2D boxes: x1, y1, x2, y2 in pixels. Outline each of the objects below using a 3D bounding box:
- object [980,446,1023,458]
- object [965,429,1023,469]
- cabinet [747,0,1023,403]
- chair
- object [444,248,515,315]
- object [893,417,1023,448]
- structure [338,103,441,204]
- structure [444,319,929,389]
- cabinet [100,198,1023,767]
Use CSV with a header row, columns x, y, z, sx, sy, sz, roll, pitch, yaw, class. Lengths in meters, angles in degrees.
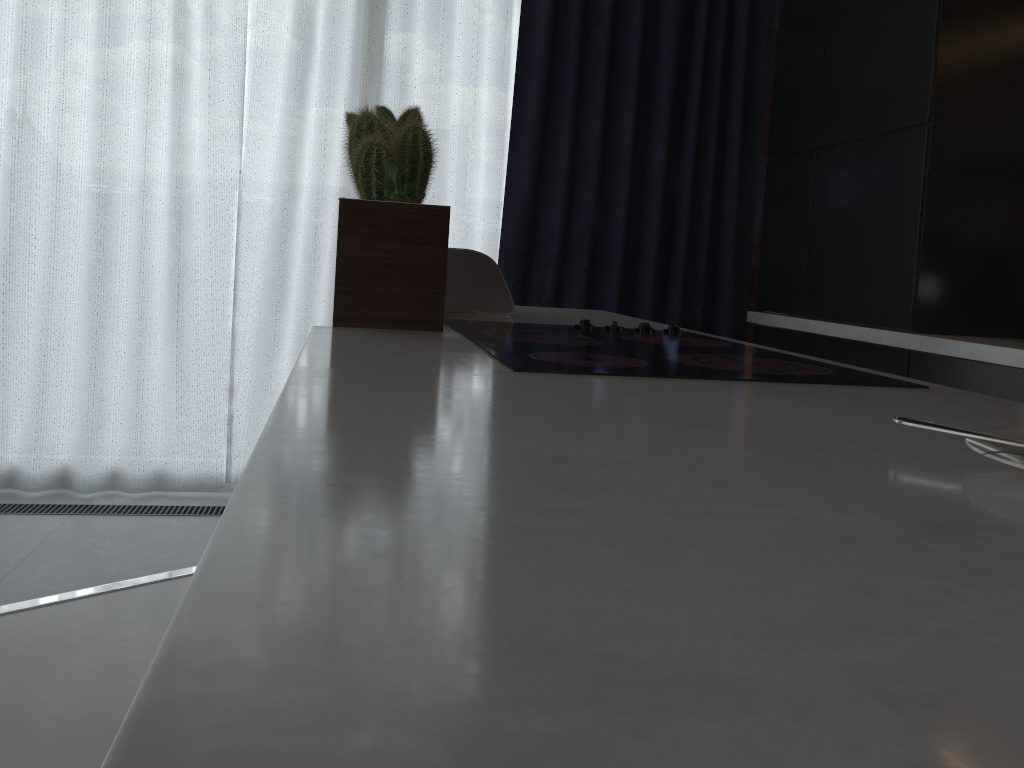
x,y,z,sx,sy,sz,roll,pitch,yaw,class
0.992,-0.091,1.158,0.141,0.220,1.880,8,8,44,object
0.415,0.060,0.550,0.238,0.019,0.240,-2,10,-38,object
1.574,-0.521,1.629,0.705,2.538,3.506,3,6,-11,cabinet
-0.215,0.445,0.471,0.463,0.705,0.398,0,5,-38,chair
-0.128,-0.258,2.169,0.221,0.144,0.347,2,7,-11,object
0.366,0.046,0.562,0.026,0.008,0.250,-3,10,-41,object
-0.279,-0.484,1.909,0.222,0.284,1.009,3,7,-8,structure
0.178,-0.049,1.377,0.504,0.056,0.770,2,8,-11,structure
0.216,-0.500,0.843,0.785,2.536,3.361,3,6,-11,cabinet
